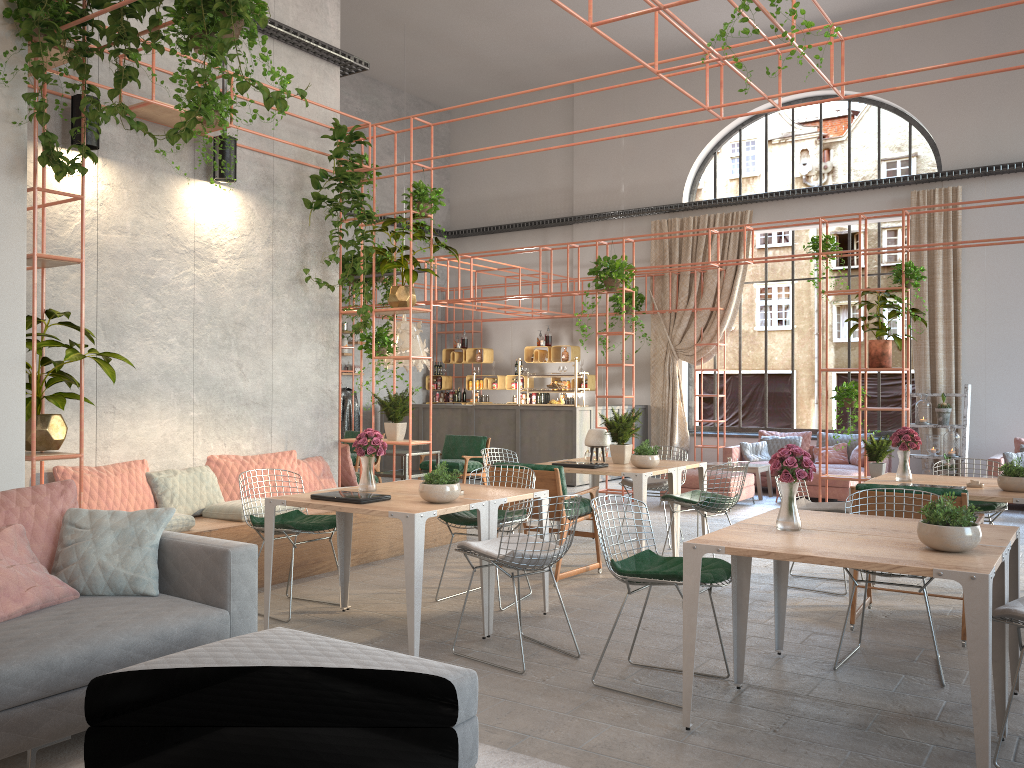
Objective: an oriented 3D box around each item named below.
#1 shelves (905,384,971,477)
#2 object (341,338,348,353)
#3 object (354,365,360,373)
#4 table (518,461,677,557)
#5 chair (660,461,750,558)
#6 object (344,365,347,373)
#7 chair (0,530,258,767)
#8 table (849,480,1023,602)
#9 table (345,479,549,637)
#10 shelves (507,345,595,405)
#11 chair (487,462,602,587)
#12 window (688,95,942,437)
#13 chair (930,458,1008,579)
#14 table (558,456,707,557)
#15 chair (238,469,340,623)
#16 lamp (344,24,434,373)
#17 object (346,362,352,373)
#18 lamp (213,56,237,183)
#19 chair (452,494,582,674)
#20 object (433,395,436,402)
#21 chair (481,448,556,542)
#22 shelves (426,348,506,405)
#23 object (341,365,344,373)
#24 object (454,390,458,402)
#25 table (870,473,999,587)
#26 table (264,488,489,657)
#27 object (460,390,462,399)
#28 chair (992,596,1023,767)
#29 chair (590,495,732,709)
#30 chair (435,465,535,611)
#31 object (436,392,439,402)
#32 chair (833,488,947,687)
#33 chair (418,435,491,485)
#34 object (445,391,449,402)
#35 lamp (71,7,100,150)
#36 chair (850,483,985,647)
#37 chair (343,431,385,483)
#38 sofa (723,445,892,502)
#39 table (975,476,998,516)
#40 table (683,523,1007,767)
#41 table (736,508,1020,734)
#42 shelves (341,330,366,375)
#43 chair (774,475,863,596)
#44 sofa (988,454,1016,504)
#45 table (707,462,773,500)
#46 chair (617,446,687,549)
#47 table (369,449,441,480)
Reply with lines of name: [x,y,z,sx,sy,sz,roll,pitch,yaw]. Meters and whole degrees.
shelves: [5.998,0.812,12.587,0.842,1.618,0.856,0,0,34]
object: [-2.989,-0.713,15.751,0.136,0.336,0.145,1,0,-42]
object: [-2.803,-0.262,16.036,0.129,0.149,0.219,0,0,34]
table: [0.740,1.135,7.735,1.205,0.830,0.694,0,0,34]
chair: [1.609,1.091,7.398,0.565,0.941,0.717,0,0,-40]
object: [-2.963,-0.270,15.782,0.063,0.151,0.063,0,0,20]
chair: [-1.803,0.992,3.598,1.052,0.672,1.127,0,0,34]
table: [3.063,1.147,6.201,1.205,0.830,0.694,0,0,34]
table: [-0.446,1.120,5.970,1.214,0.830,0.694,0,0,34]
shelves: [0.698,0.231,16.200,1.750,1.838,0.328,0,0,34]
chair: [0.252,1.090,7.188,0.722,0.917,0.685,0,0,34]
window: [4.859,-1.944,14.619,4.127,5.538,0.089,0,0,34]
chair: [3.711,1.098,7.210,0.565,0.941,0.717,0,0,30]
table: [1.124,1.140,8.316,1.214,0.830,0.694,0,0,34]
chair: [-1.509,1.072,6.078,0.717,0.941,0.565,0,0,35]
lamp: [-2.737,-2.158,11.293,4.456,4.052,0.704,0,0,34]
object: [-2.922,-0.296,15.858,0.081,0.204,0.081,0,0,34]
lamp: [-2.372,-2.397,7.345,0.185,1.425,0.179,0,0,34]
chair: [0.039,1.072,5.052,0.565,0.941,0.717,0,0,-40]
object: [-1.537,0.292,17.565,0.073,0.131,0.073,0,0,-31]
chair: [0.062,1.092,8.424,0.717,0.941,0.565,0,0,35]
shelves: [-0.897,0.231,17.268,1.750,1.838,0.328,0,0,34]
object: [-3.016,-0.277,15.739,0.055,0.164,0.092,0,0,-38]
object: [-1.345,0.375,17.452,0.711,0.529,0.084,0,0,36]
table: [3.447,1.151,6.782,1.214,0.830,0.694,0,0,34]
table: [-0.831,1.116,5.389,1.205,0.830,0.694,0,0,34]
object: [-1.055,0.235,17.507,0.094,0.248,0.072,0,0,34]
chair: [2.312,1.072,3.530,0.565,0.941,0.717,0,0,-40]
chair: [0.764,1.072,4.557,0.717,0.941,0.565,0,0,35]
chair: [-0.182,1.079,6.399,0.565,0.941,0.717,0,0,30]
object: [-1.471,0.253,17.508,0.070,0.209,0.070,0,0,24]
chair: [2.091,1.079,4.877,0.565,0.941,0.717,0,0,30]
chair: [-0.721,1.115,11.050,0.722,0.929,0.685,0,0,34]
object: [-1.266,0.249,17.384,0.105,0.219,0.073,0,0,40]
lamp: [-3.044,-2.405,6.341,0.185,1.425,0.179,0,0,34]
chair: [2.575,1.089,5.653,0.722,0.917,0.685,0,0,34]
chair: [-2.192,1.115,12.035,0.722,0.930,0.685,0,0,34]
sofa: [4.110,1.272,12.788,2.219,0.672,1.960,0,0,34]
table: [6.136,1.379,10.703,0.916,0.455,0.520,0,0,34]
table: [1.442,1.115,3.867,1.205,0.830,0.694,0,0,34]
table: [1.825,1.120,4.447,1.214,0.830,0.694,0,0,34]
shelves: [-2.875,-0.550,15.898,0.186,0.790,0.560,0,0,34]
chair: [2.385,1.091,6.890,0.717,0.941,0.565,0,0,35]
sofa: [7.047,1.272,10.822,2.219,0.672,1.960,0,0,34]
table: [3.199,1.376,12.670,0.916,0.455,0.520,0,0,34]
chair: [1.388,1.098,8.744,0.565,0.941,0.717,0,0,30]
table: [-1.246,1.176,10.281,0.602,0.798,0.635,0,0,34]
